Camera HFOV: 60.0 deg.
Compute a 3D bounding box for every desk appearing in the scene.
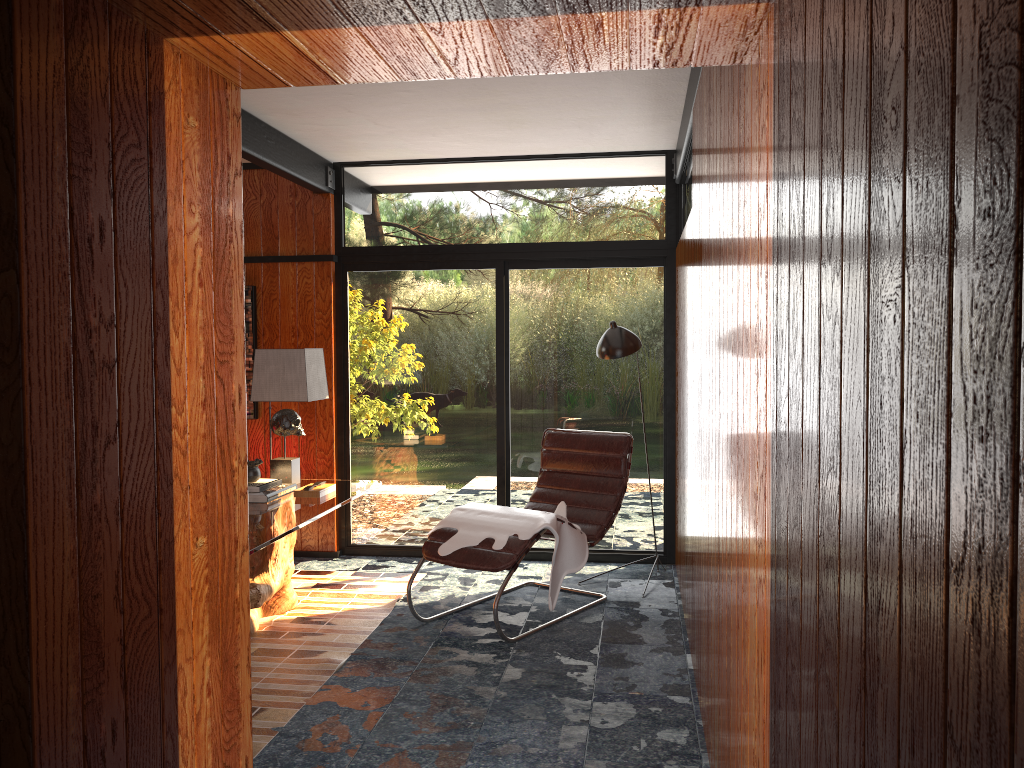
[{"bbox_3d":[-1.408,0.888,4.062,1.150,0.632,1.900,0,2,8],"label":"desk"}]

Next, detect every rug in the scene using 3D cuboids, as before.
[{"bbox_3d":[-1.872,1.189,4.333,2.410,0.042,2.439,0,2,8],"label":"rug"}]

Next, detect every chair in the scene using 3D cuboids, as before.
[{"bbox_3d":[0.086,0.732,4.643,0.593,0.886,1.298,1,3,36],"label":"chair"}]

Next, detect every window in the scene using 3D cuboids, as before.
[{"bbox_3d":[-0.037,-0.155,5.699,2.260,2.580,0.085,0,2,8],"label":"window"}]

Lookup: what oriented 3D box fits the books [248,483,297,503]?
[{"bbox_3d":[-1.272,0.539,4.403,0.286,0.040,0.366,0,2,8],"label":"books"}]

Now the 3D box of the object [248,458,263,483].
[{"bbox_3d":[-1.302,0.432,4.416,0.118,0.114,0.121,0,2,2],"label":"object"}]

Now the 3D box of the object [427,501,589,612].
[{"bbox_3d":[0.029,0.873,4.526,0.897,0.489,0.713,-1,3,-24],"label":"object"}]

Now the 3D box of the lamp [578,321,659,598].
[{"bbox_3d":[0.609,0.396,5.146,0.410,1.514,0.595,0,2,17],"label":"lamp"}]

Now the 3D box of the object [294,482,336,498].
[{"bbox_3d":[-0.992,0.529,4.473,0.135,0.049,0.238,0,2,8],"label":"object"}]

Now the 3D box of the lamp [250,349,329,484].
[{"bbox_3d":[-1.189,0.176,4.771,0.316,0.732,0.316,0,2,8],"label":"lamp"}]

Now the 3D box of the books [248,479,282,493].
[{"bbox_3d":[-1.289,0.503,4.407,0.198,0.029,0.249,0,2,10],"label":"books"}]

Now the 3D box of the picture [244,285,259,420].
[{"bbox_3d":[-2.125,-0.204,5.845,0.916,0.873,0.061,0,2,8],"label":"picture"}]
